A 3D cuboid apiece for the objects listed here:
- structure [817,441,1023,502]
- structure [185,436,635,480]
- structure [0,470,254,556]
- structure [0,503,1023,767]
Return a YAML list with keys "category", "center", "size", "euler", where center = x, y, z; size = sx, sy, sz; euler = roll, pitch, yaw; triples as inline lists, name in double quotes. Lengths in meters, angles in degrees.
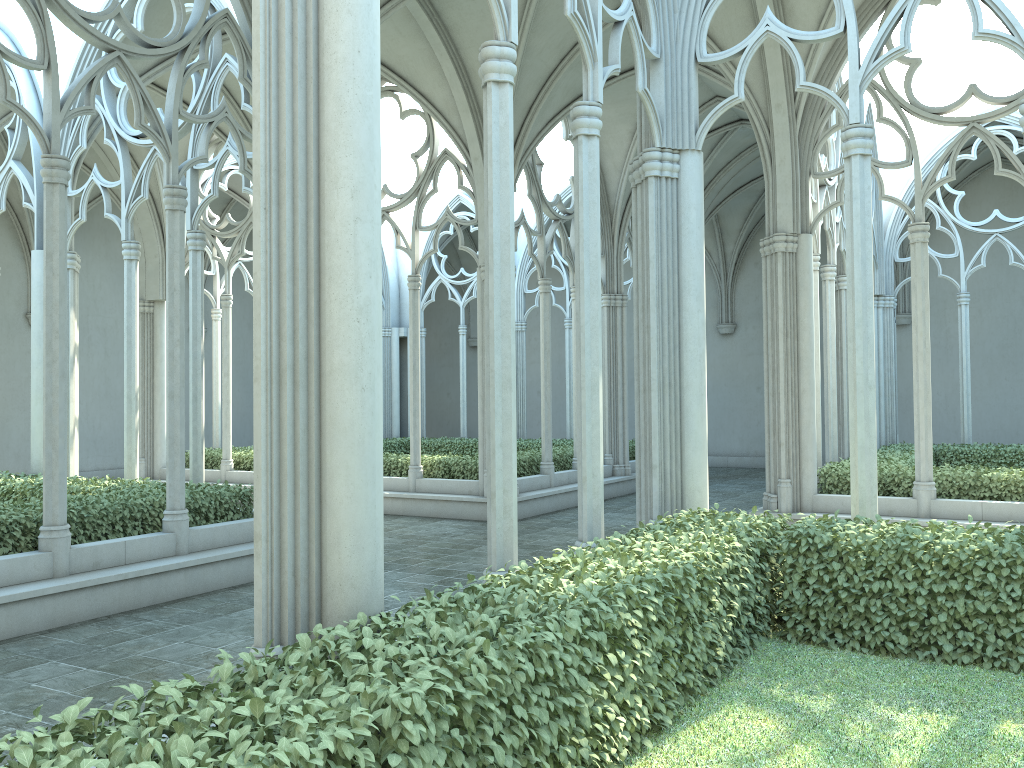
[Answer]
- category: "structure"
  center: [9.553, 1.529, 13.525]
  size: [7.995, 0.963, 8.018]
  euler: [-1, -2, 30]
- category: "structure"
  center: [-1.736, 1.805, 20.137]
  size: [7.995, 0.963, 8.018]
  euler: [-1, -2, 30]
- category: "structure"
  center: [-8.337, 1.603, 8.864]
  size: [7.995, 0.963, 8.018]
  euler: [-1, -2, 30]
- category: "structure"
  center: [2.945, 1.327, 2.257]
  size: [7.995, 0.963, 8.018]
  euler: [-1, -2, 30]
